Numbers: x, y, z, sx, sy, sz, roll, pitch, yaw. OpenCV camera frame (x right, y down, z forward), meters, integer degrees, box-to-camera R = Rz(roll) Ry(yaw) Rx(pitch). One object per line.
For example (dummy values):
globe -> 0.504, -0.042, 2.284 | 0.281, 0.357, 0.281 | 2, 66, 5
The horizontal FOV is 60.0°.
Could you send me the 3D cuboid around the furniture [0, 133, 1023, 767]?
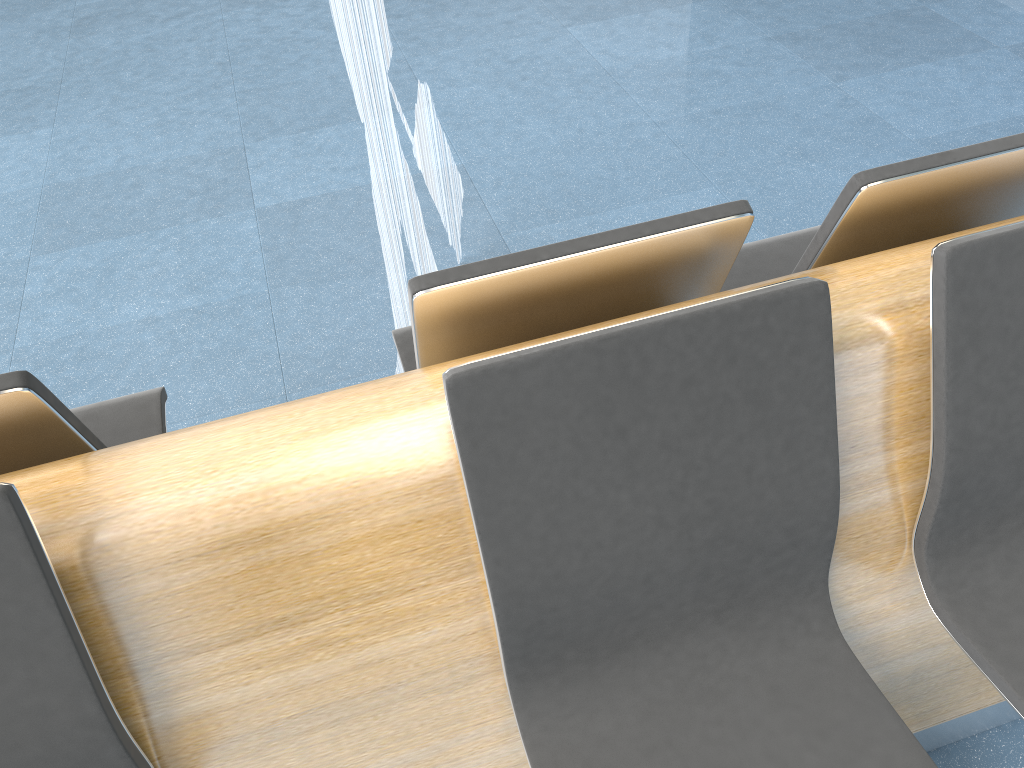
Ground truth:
furniture -> 0.009, 0.231, 1.401 | 2.281, 0.896, 1.301 | -15, 44, -9
